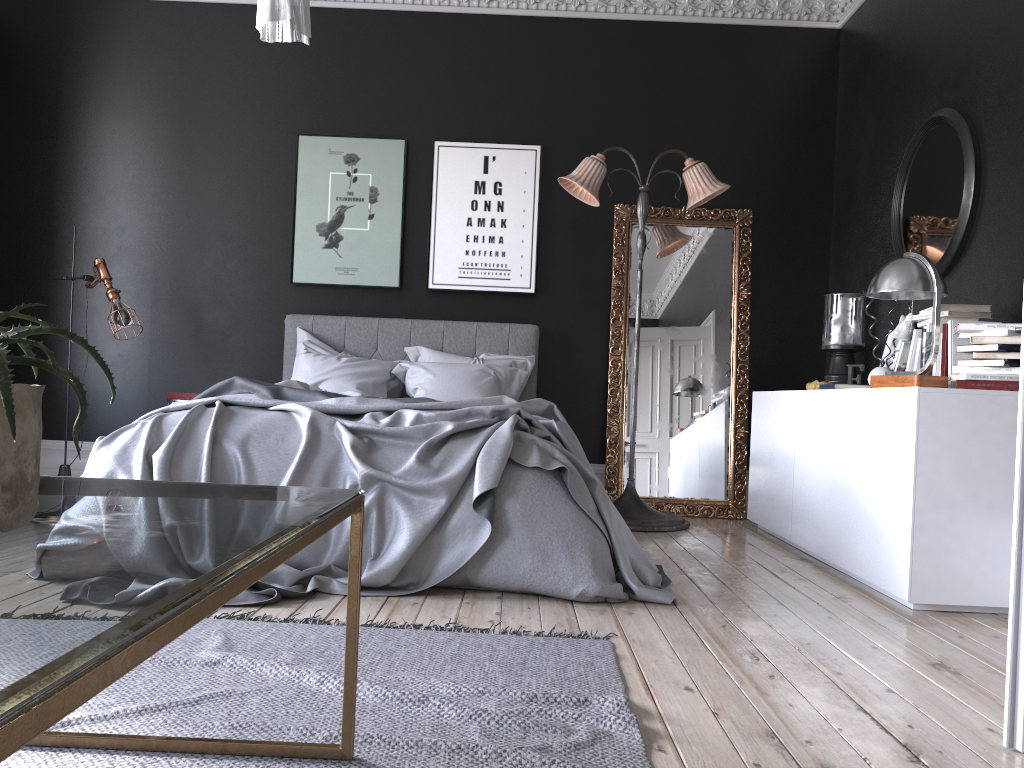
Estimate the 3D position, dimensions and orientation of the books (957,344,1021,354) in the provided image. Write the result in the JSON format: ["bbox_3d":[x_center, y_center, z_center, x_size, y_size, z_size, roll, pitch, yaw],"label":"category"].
[{"bbox_3d":[1.988,-0.138,3.607,0.289,0.030,0.193,3,-1,-26],"label":"books"}]

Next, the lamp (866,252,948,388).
[{"bbox_3d":[1.706,-0.273,3.830,0.328,0.590,0.340,3,0,-20],"label":"lamp"}]

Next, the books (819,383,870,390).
[{"bbox_3d":[1.692,0.018,4.496,0.193,0.030,0.289,2,-1,6],"label":"books"}]

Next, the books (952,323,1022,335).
[{"bbox_3d":[1.977,-0.222,3.612,0.306,0.030,0.220,2,-1,20],"label":"books"}]

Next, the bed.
[{"bbox_3d":[-0.833,0.161,4.779,2.766,1.298,3.283,3,-1,-11],"label":"bed"}]

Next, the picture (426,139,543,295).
[{"bbox_3d":[-0.197,-1.192,6.327,0.791,1.078,0.014,2,0,0],"label":"picture"}]

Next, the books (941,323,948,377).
[{"bbox_3d":[1.999,-0.111,3.869,0.235,0.295,0.038,2,0,0],"label":"books"}]

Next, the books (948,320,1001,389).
[{"bbox_3d":[1.996,-0.118,3.826,0.220,0.308,0.050,2,0,0],"label":"books"}]

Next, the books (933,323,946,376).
[{"bbox_3d":[1.997,-0.115,3.961,0.220,0.307,0.024,2,0,0],"label":"books"}]

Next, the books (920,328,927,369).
[{"bbox_3d":[1.974,-0.106,4.067,0.193,0.289,0.030,2,0,0],"label":"books"}]

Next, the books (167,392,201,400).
[{"bbox_3d":[-2.035,0.084,5.819,0.346,0.045,0.275,2,-1,30],"label":"books"}]

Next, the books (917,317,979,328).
[{"bbox_3d":[2.007,-0.282,4.087,0.195,0.026,0.259,2,-1,10],"label":"books"}]

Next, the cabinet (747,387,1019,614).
[{"bbox_3d":[1.846,0.483,4.641,0.570,0.882,2.396,2,-1,0],"label":"cabinet"}]

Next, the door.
[{"bbox_3d":[1.735,-0.313,2.172,1.098,2.374,0.216,2,0,-12],"label":"door"}]

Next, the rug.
[{"bbox_3d":[-0.728,0.736,1.177,2.105,0.050,3.645,2,-1,1],"label":"rug"}]

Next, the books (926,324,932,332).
[{"bbox_3d":[1.997,-0.114,4.040,0.220,0.307,0.024,2,0,0],"label":"books"}]

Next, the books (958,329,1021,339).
[{"bbox_3d":[2.016,-0.194,3.605,0.307,0.024,0.220,3,-1,-25],"label":"books"}]

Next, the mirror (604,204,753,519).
[{"bbox_3d":[1.178,-0.174,6.243,0.991,2.192,0.254,2,0,0],"label":"mirror"}]

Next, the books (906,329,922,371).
[{"bbox_3d":[1.998,-0.106,4.221,0.220,0.296,0.126,2,0,0],"label":"books"}]

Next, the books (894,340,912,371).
[{"bbox_3d":[1.969,-0.081,4.311,0.203,0.246,0.158,2,0,0],"label":"books"}]

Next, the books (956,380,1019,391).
[{"bbox_3d":[1.957,0.010,3.577,0.294,0.038,0.235,2,-1,27],"label":"books"}]

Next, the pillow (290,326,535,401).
[{"bbox_3d":[-0.762,-0.003,5.890,1.830,0.760,0.680,2,0,0],"label":"pillow"}]

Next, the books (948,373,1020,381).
[{"bbox_3d":[1.967,-0.021,3.583,0.319,0.025,0.228,2,-1,10],"label":"books"}]

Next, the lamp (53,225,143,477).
[{"bbox_3d":[-3.095,-0.161,5.978,1.717,1.779,0.437,2,0,38],"label":"lamp"}]

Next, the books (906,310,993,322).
[{"bbox_3d":[2.006,-0.307,4.081,0.220,0.024,0.307,3,-1,-10],"label":"books"}]

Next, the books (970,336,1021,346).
[{"bbox_3d":[1.994,-0.168,3.602,0.220,0.030,0.306,2,-1,30],"label":"books"}]

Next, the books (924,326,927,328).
[{"bbox_3d":[2.026,-0.111,4.128,0.221,0.307,0.030,2,0,0],"label":"books"}]

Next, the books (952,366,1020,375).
[{"bbox_3d":[1.977,-0.049,3.610,0.318,0.031,0.229,2,-1,30],"label":"books"}]

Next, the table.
[{"bbox_3d":[-0.867,0.463,1.130,1.092,0.558,1.449,2,-1,0],"label":"table"}]

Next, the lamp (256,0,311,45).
[{"bbox_3d":[-0.668,-2.090,2.732,0.782,2.049,0.784,3,0,44],"label":"lamp"}]

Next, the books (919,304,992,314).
[{"bbox_3d":[2.035,-0.333,4.082,0.220,0.030,0.306,2,-1,10],"label":"books"}]

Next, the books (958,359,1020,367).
[{"bbox_3d":[1.987,-0.078,3.613,0.268,0.029,0.203,3,-1,-30],"label":"books"}]

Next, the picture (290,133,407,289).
[{"bbox_3d":[-1.166,-1.234,6.331,0.791,1.078,0.014,2,0,0],"label":"picture"}]

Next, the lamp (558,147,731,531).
[{"bbox_3d":[0.808,-0.315,5.712,0.986,2.411,0.773,3,0,33],"label":"lamp"}]

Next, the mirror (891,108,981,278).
[{"bbox_3d":[2.251,-0.998,4.770,0.061,0.924,0.924,2,0,0],"label":"mirror"}]

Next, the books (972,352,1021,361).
[{"bbox_3d":[1.996,-0.107,3.619,0.193,0.030,0.289,2,-1,31],"label":"books"}]

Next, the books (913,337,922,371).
[{"bbox_3d":[1.999,-0.087,4.188,0.195,0.256,0.091,2,0,0],"label":"books"}]

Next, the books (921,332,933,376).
[{"bbox_3d":[1.957,-0.096,4.014,0.204,0.270,0.029,2,0,0],"label":"books"}]

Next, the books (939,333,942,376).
[{"bbox_3d":[1.998,-0.092,3.932,0.195,0.258,0.026,2,0,0],"label":"books"}]

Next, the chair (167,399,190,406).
[{"bbox_3d":[-2.062,0.441,5.821,0.613,0.673,0.613,2,0,44],"label":"chair"}]
